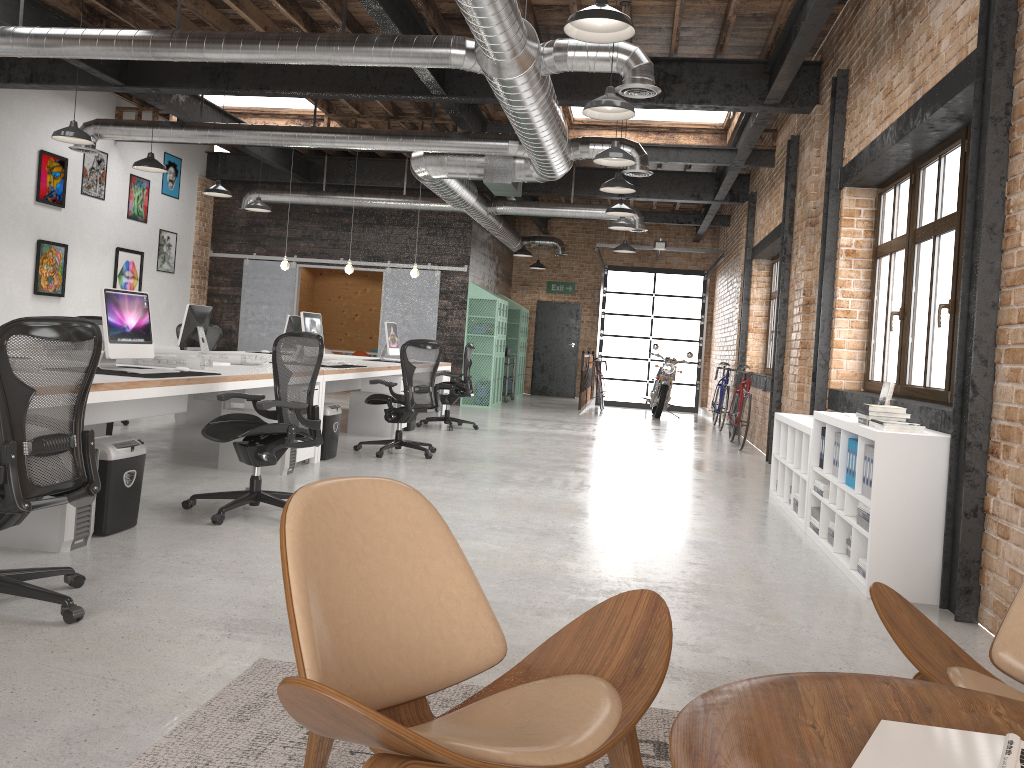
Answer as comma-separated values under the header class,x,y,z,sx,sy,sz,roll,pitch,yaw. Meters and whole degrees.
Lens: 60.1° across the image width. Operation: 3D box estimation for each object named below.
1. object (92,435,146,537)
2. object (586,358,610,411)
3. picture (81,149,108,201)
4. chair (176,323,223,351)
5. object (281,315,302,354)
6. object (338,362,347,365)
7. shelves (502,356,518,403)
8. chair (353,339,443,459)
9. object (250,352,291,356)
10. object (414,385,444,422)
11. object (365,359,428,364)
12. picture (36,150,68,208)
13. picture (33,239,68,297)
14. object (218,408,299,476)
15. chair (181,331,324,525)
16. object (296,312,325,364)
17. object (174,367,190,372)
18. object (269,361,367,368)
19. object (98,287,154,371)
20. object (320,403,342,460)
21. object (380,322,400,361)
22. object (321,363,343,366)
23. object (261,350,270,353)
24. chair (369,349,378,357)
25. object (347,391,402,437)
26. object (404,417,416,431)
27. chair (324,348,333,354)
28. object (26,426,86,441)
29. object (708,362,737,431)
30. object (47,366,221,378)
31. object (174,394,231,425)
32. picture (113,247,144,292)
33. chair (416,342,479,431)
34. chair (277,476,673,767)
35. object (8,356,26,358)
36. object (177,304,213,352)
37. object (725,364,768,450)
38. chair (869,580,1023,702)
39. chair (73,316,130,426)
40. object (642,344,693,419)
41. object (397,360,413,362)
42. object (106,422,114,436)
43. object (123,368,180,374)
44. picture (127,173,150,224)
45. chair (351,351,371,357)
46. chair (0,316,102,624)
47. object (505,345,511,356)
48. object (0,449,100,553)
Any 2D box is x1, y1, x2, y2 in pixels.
class,x,y,z,sx,sy,sz,roll,pitch,yaw
object,-2.077,0.516,4.548,0.250,0.466,0.338,4,1,8
object,1.721,0.001,17.428,0.410,1.033,1.734,4,2,14
picture,-5.738,-2.897,12.176,0.018,0.662,0.532,4,1,8
chair,-4.078,-0.257,11.641,0.769,1.086,0.794,3,1,-43
object,-2.734,-0.617,11.117,0.190,0.485,0.484,4,1,8
object,-1.667,-0.204,8.691,0.106,0.028,0.059,4,2,7
shelves,-0.254,-0.114,16.813,0.567,0.855,0.985,4,1,8
chair,-1.041,0.110,8.249,0.793,1.086,0.770,4,1,17
object,-2.865,-0.380,11.137,0.687,0.008,0.848,4,3,7
object,-1.200,0.252,11.835,0.541,0.455,0.221,4,0,8
object,-1.440,-0.282,11.160,0.687,0.008,0.848,4,3,7
picture,-5.867,-2.608,11.299,0.042,0.653,0.524,4,1,8
picture,-5.926,-1.479,11.386,0.044,0.697,0.560,4,1,8
object,-1.916,0.434,6.733,0.541,0.455,0.221,4,0,8
chair,-1.453,0.220,5.199,0.771,1.086,0.791,4,1,32
object,-1.920,-0.437,8.425,0.190,0.485,0.484,4,1,8
object,-2.097,-0.095,5.627,0.106,0.028,0.059,4,2,7
object,-1.825,-0.184,8.420,0.687,0.008,0.848,4,3,8
object,-2.350,-0.327,5.361,0.190,0.485,0.484,4,1,8
object,-1.641,0.405,7.652,0.250,0.466,0.338,4,1,8
object,-1.536,-0.535,11.166,0.190,0.485,0.484,4,1,8
object,-1.720,-0.187,8.368,0.118,0.017,0.439,4,3,8
object,-3.019,-0.397,10.849,0.106,0.028,0.059,4,2,9
chair,-2.926,-0.330,18.396,0.618,0.778,0.581,4,1,3
object,-1.498,0.328,9.715,0.541,0.455,0.221,4,0,8
object,-1.254,0.306,10.415,0.250,0.466,0.338,4,1,8
chair,-3.446,-0.279,16.471,0.618,0.778,0.581,4,1,3
object,-3.701,0.295,7.045,0.544,0.455,0.221,4,0,8
object,3.264,0.177,13.835,0.401,1.039,1.738,4,2,2
object,-2.257,-0.073,5.337,0.687,0.008,0.848,4,3,8
object,-3.345,0.205,9.584,0.544,0.455,0.221,4,0,8
picture,-5.683,-1.570,13.110,0.054,0.842,0.676,4,1,8
chair,-0.774,0.002,11.022,0.792,1.086,0.771,4,1,-13
chair,-0.060,0.637,1.845,0.855,0.752,0.868,4,1,-16
object,-3.638,-0.183,5.623,0.687,0.008,0.848,4,3,9
object,-3.077,-0.529,8.673,0.190,0.485,0.484,4,1,8
object,2.904,0.268,11.277,0.401,1.039,1.738,4,2,2
chair,1.354,0.730,1.967,0.866,0.752,0.857,4,1,-11
chair,-4.202,-0.138,8.846,0.769,1.086,0.793,4,1,-23
object,2.827,-0.052,16.370,0.813,1.359,2.178,4,2,-4
object,-1.336,-0.285,11.108,0.118,0.017,0.439,4,3,8
object,-3.725,0.249,7.880,0.250,0.466,0.338,4,1,8
object,-2.150,-0.077,5.303,0.118,0.017,0.439,4,3,8
picture,-5.595,-2.773,13.275,0.018,0.662,0.532,4,1,8
chair,-2.749,-0.226,16.373,0.618,0.778,0.581,4,1,3
chair,-1.892,0.281,3.188,0.792,1.086,0.771,4,1,-8
object,-0.181,-0.639,16.789,0.309,0.262,0.459,4,2,8
object,-2.272,0.525,4.194,0.541,0.455,0.221,4,0,8
